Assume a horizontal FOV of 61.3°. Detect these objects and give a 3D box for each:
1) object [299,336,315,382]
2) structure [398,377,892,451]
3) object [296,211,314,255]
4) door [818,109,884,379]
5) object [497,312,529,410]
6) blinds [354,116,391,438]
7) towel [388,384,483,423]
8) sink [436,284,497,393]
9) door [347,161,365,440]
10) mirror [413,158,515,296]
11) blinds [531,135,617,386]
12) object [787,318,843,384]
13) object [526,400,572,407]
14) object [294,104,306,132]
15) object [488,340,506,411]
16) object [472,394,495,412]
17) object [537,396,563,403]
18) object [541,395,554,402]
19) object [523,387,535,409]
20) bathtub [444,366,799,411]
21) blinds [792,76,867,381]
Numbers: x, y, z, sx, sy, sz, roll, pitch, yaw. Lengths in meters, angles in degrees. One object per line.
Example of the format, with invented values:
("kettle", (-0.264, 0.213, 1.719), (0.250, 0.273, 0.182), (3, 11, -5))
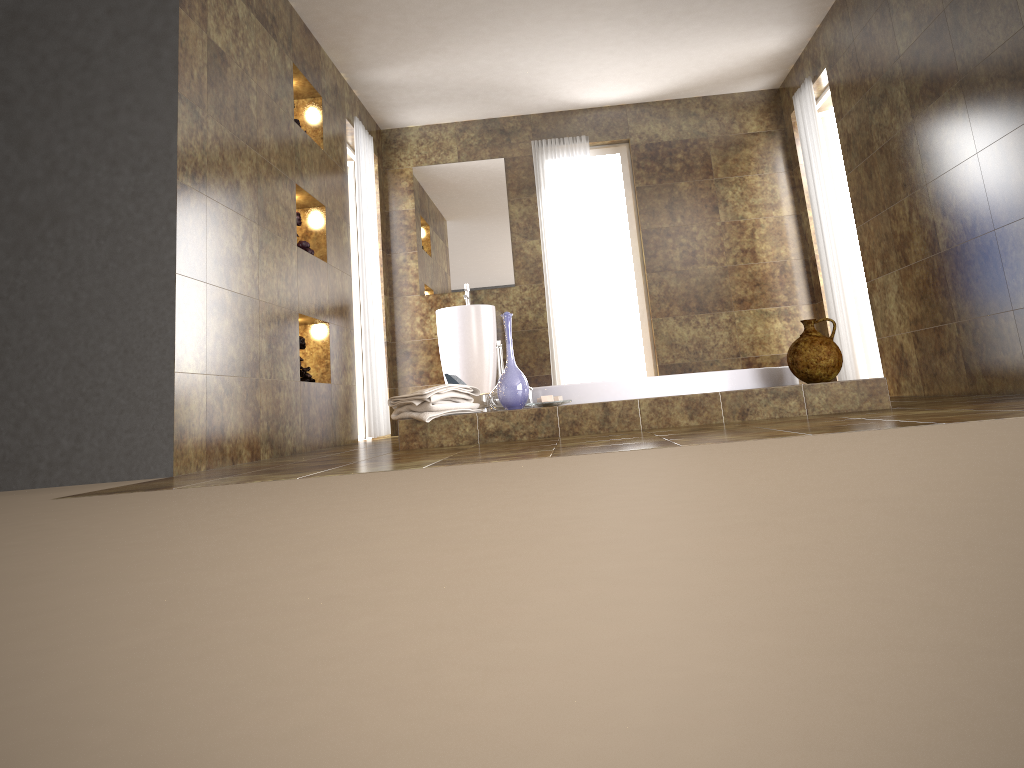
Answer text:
("object", (-1.174, -0.139, 4.797), (0.152, 0.284, 0.145), (-6, -11, 4))
("structure", (0.597, 0.145, 4.500), (2.001, 0.129, 1.944), (-5, -2, 3))
("object", (-1.240, -0.872, 5.000), (0.174, 0.296, 0.107), (-5, -12, 3))
("door", (2.863, -1.064, 6.295), (0.937, 2.311, 0.039), (-13, -16, 35))
("object", (-0.006, -0.103, 3.701), (0.135, 0.436, 0.130), (-7, -13, 11))
("blinds", (-1.006, -0.780, 6.216), (0.068, 2.363, 0.574), (-6, -13, 4))
("towel", (-0.334, 0.085, 3.728), (0.319, 0.156, 0.330), (-1, -5, -42))
("sink", (-0.332, -0.232, 6.585), (0.458, 1.179, 0.419), (-6, -12, 6))
("door", (-1.670, -0.656, 6.698), (0.963, 2.311, 0.038), (-3, -14, -7))
("mirror", (-0.403, -1.293, 7.061), (0.767, 1.133, 0.008), (-5, -14, 3))
("blinds", (0.489, -0.898, 6.873), (0.519, 2.350, 0.064), (-5, -14, 3))
("object", (1.305, -0.143, 3.745), (0.230, 0.285, 0.221), (-1, -10, -24))
("object", (0.158, 0.085, 3.649), (0.190, 0.019, 0.183), (-5, -2, -8))
("object", (-1.310, -1.593, 5.111), (0.152, 0.277, 0.117), (-5, -12, 3))
("object", (-0.048, -0.040, 3.823), (0.130, 0.320, 0.125), (-7, -12, 11))
("object", (-0.163, 0.092, 3.917), (0.170, 0.078, 0.164), (-4, -4, -15))
("object", (0.161, 0.069, 3.663), (0.100, 0.033, 0.060), (-6, -5, 18))
("object", (0.148, 0.065, 3.596), (0.053, 0.035, 0.071), (-5, -4, 4))
("object", (0.065, 0.048, 3.784), (0.057, 0.120, 0.055), (3, -14, -33))
("bathtub", (0.595, 0.137, 4.500), (1.716, 0.543, 1.728), (-7, -3, 34))
("blinds", (2.233, -1.065, 6.156), (0.069, 2.363, 0.463), (-6, -13, 4))
